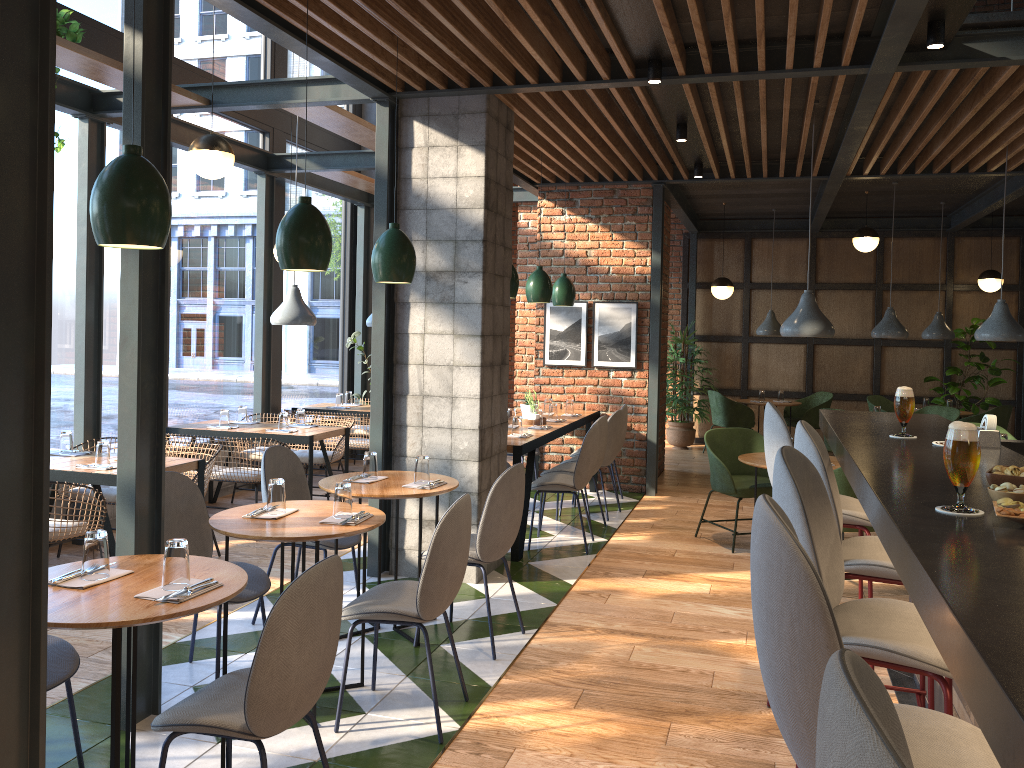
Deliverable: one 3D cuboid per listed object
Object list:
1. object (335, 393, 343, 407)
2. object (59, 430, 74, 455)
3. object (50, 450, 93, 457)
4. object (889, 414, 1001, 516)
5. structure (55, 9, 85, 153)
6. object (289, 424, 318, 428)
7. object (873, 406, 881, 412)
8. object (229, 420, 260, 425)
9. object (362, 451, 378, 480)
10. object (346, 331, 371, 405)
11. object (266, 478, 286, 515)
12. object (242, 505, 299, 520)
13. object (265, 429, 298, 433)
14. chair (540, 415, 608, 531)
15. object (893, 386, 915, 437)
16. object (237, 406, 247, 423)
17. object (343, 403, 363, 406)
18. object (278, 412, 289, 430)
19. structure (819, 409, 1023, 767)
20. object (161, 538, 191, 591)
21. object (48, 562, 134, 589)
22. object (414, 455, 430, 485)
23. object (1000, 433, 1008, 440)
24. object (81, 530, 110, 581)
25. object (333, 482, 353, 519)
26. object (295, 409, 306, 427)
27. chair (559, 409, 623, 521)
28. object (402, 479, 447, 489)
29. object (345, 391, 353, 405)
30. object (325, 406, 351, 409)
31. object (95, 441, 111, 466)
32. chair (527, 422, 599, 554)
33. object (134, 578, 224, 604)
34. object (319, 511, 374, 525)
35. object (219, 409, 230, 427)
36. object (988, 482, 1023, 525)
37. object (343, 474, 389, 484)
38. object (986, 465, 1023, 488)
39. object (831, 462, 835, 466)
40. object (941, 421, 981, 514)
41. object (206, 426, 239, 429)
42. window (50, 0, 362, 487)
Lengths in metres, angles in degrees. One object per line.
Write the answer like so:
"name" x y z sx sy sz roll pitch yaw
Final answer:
"object" -1.719 0.163 8.822 0.080 0.138 0.080 0 2 -42
"object" -2.714 0.355 5.394 0.080 0.138 0.080 1 2 -10
"object" -2.688 0.421 5.411 0.243 0.019 0.157 2 4 17
"object" 1.266 0.177 2.446 0.322 0.106 1.511 2 4 19
"structure" -2.701 -1.688 4.684 0.528 0.923 0.942 2 2 22
"object" -1.674 0.335 7.139 0.243 0.019 0.157 2 4 18
"object" 3.687 0.294 8.946 0.080 0.138 0.080 0 2 -36
"object" -2.188 0.314 7.290 0.243 0.019 0.157 2 4 16
"object" -0.721 0.413 4.505 0.080 0.138 0.080 1 2 -6
"object" -1.359 0.135 9.876 0.860 1.496 0.898 2 2 35
"object" -0.970 0.461 3.649 0.080 0.138 0.080 2 2 26
"object" -0.992 0.526 3.667 0.157 0.019 0.243 2 4 13
"object" -1.776 0.354 6.796 0.243 0.019 0.157 2 4 15
"chair" 0.475 0.673 6.847 0.508 0.887 0.418 2 1 22
"object" 1.396 0.097 3.153 0.070 0.178 0.070 2 1 20
"object" -2.213 0.249 7.272 0.080 0.138 0.080 2 2 19
"object" -1.654 0.211 9.127 0.243 0.019 0.157 2 4 17
"object" -1.757 0.287 6.814 0.080 0.138 0.080 2 2 18
"structure" 2.173 0.791 1.493 2.918 1.395 4.926 2 3 16
"object" -0.984 0.527 2.597 0.080 0.138 0.080 0 2 -37
"object" -1.278 0.580 2.701 0.157 0.019 0.243 3 4 20
"object" -0.448 0.425 4.414 0.080 0.138 0.080 1 2 -16
"object" 3.661 0.439 6.609 0.080 0.138 0.080 1 2 -22
"object" -1.259 0.515 2.681 0.080 0.138 0.080 1 2 3
"object" -0.687 0.471 3.598 0.080 0.138 0.080 0 2 -34
"object" -1.700 0.270 7.122 0.080 0.138 0.080 1 2 -9
"chair" 0.657 0.643 7.392 0.508 0.887 0.418 2 1 23
"object" -0.435 0.493 4.386 0.157 0.019 0.243 3 4 21
"object" -1.679 0.146 9.110 0.080 0.138 0.080 1 2 -10
"object" -1.733 0.230 8.802 0.243 0.019 0.157 2 4 15
"object" -2.300 0.390 4.980 0.080 0.138 0.080 2 2 38
"chair" 0.355 0.705 6.285 0.508 0.887 0.418 2 1 12
"object" -0.970 0.595 2.570 0.157 0.019 0.243 3 4 20
"object" -0.670 0.539 3.573 0.157 0.019 0.243 2 4 13
"object" -2.260 0.267 6.962 0.080 0.138 0.080 1 2 -9
"object" 1.046 0.242 1.763 0.164 0.052 0.292 3 4 25
"object" -0.740 0.478 4.526 0.157 0.019 0.243 3 4 21
"object" 1.171 0.220 1.995 0.168 0.072 0.168 4 4 36
"object" 1.975 0.518 5.800 0.242 0.019 0.158 0 4 -15
"object" 0.921 0.167 1.816 0.070 0.182 0.070 2 1 37
"object" -2.276 0.334 6.943 0.243 0.019 0.157 2 4 18
"window" -3.032 -2.116 6.101 0.127 5.593 8.730 2 3 16
